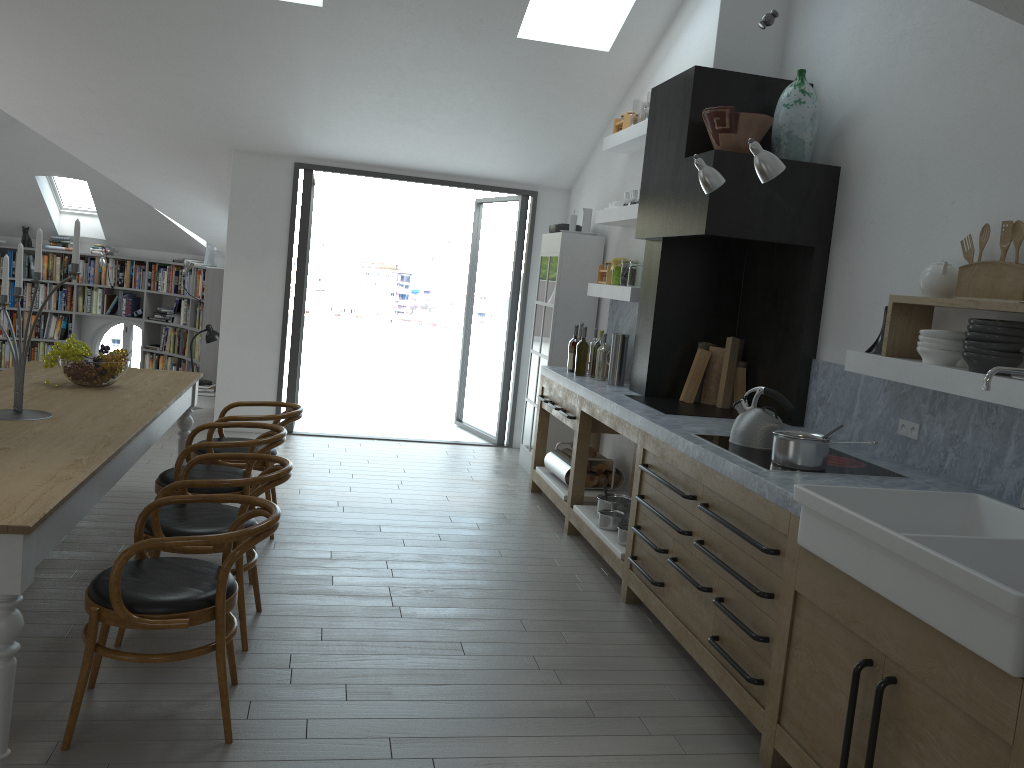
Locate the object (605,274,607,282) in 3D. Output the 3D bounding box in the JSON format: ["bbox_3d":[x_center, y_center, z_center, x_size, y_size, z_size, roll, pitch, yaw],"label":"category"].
[{"bbox_3d":[0.719,-0.778,6.530,0.058,0.075,0.059,7,6,11],"label":"object"}]

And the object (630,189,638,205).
[{"bbox_3d":[0.833,-1.261,6.026,0.064,0.124,0.068,4,6,-18],"label":"object"}]

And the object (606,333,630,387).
[{"bbox_3d":[0.696,-0.162,5.851,0.114,0.338,0.165,5,6,-9],"label":"object"}]

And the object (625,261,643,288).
[{"bbox_3d":[0.844,-0.726,5.863,0.207,0.177,0.103,7,6,10],"label":"object"}]

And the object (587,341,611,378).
[{"bbox_3d":[0.643,-0.200,6.356,0.184,0.285,0.184,7,6,12],"label":"object"}]

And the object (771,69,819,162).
[{"bbox_3d":[1.514,-1.419,4.727,0.231,0.502,0.231,9,6,29],"label":"object"}]

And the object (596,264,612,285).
[{"bbox_3d":[0.721,-0.802,6.526,0.120,0.145,0.238,4,7,-12],"label":"object"}]

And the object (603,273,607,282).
[{"bbox_3d":[0.706,-0.788,6.595,0.058,0.075,0.059,7,6,11],"label":"object"}]

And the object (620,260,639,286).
[{"bbox_3d":[0.799,-0.759,6.072,0.120,0.182,0.120,6,6,3],"label":"object"}]

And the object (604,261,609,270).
[{"bbox_3d":[0.714,-0.873,6.588,0.058,0.075,0.059,7,6,11],"label":"object"}]

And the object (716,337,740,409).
[{"bbox_3d":[1.265,-0.065,5.200,0.078,0.426,0.148,8,6,23],"label":"object"}]

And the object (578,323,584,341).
[{"bbox_3d":[0.500,-0.277,6.599,0.085,0.359,0.088,7,5,9],"label":"object"}]

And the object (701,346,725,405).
[{"bbox_3d":[1.212,-0.040,5.299,0.130,0.365,0.072,6,5,6],"label":"object"}]

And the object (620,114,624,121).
[{"bbox_3d":[0.821,-1.935,6.490,0.058,0.075,0.059,7,6,11],"label":"object"}]

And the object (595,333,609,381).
[{"bbox_3d":[0.618,-0.183,6.046,0.085,0.330,0.085,5,5,-4],"label":"object"}]

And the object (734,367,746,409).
[{"bbox_3d":[1.338,0.030,5.203,0.057,0.251,0.114,5,6,-9],"label":"object"}]

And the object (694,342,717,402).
[{"bbox_3d":[1.156,-0.066,5.360,0.131,0.366,0.068,6,5,2],"label":"object"}]

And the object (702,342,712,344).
[{"bbox_3d":[1.159,-0.079,5.418,0.075,0.358,0.057,6,5,2],"label":"object"}]

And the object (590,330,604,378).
[{"bbox_3d":[0.609,-0.207,6.189,0.092,0.338,0.092,6,5,6],"label":"object"}]

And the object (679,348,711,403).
[{"bbox_3d":[1.092,-0.046,5.291,0.148,0.335,0.081,4,6,-22],"label":"object"}]

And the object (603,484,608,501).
[{"bbox_3d":[0.583,0.706,5.389,0.051,0.152,0.191,5,6,-12],"label":"object"}]

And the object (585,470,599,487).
[{"bbox_3d":[0.487,0.627,6.261,0.093,0.083,0.481,4,7,-15],"label":"object"}]

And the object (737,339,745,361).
[{"bbox_3d":[1.325,-0.049,5.370,0.110,0.457,0.090,5,5,-12],"label":"object"}]

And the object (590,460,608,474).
[{"bbox_3d":[0.553,0.556,6.294,0.115,0.079,0.436,4,7,-15],"label":"object"}]

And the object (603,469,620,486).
[{"bbox_3d":[0.650,0.628,6.315,0.091,0.092,0.438,4,7,-15],"label":"object"}]

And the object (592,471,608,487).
[{"bbox_3d":[0.564,0.629,6.300,0.091,0.089,0.456,4,7,-15],"label":"object"}]

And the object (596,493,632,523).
[{"bbox_3d":[0.690,0.746,5.384,0.378,0.163,0.224,3,7,-23],"label":"object"}]

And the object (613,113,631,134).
[{"bbox_3d":[0.827,-1.864,6.428,0.120,0.145,0.238,4,7,-12],"label":"object"}]

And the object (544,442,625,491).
[{"bbox_3d":[0.504,0.580,6.249,0.429,0.231,0.529,4,7,-14],"label":"object"}]

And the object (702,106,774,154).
[{"bbox_3d":[1.178,-1.312,4.688,0.366,0.236,0.349,6,6,5],"label":"object"}]

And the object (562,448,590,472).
[{"bbox_3d":[0.453,0.536,6.279,0.101,0.086,0.364,4,7,-15],"label":"object"}]

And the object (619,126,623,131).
[{"bbox_3d":[0.812,-1.849,6.498,0.058,0.075,0.059,7,6,11],"label":"object"}]

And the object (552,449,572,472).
[{"bbox_3d":[0.382,0.549,6.237,0.092,0.093,0.438,4,7,-15],"label":"object"}]

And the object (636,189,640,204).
[{"bbox_3d":[0.866,-1.247,5.937,0.064,0.124,0.068,4,6,-18],"label":"object"}]

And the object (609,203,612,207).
[{"bbox_3d":[0.747,-1.303,6.544,0.057,0.061,0.058,4,6,-13],"label":"object"}]

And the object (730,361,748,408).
[{"bbox_3d":[1.341,0.011,5.285,0.110,0.295,0.105,2,7,-37],"label":"object"}]

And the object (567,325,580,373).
[{"bbox_3d":[0.452,-0.250,6.408,0.093,0.358,0.092,8,6,22],"label":"object"}]

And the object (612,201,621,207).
[{"bbox_3d":[0.760,-1.298,6.470,0.054,0.071,0.054,4,6,-13],"label":"object"}]

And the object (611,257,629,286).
[{"bbox_3d":[0.758,-0.793,6.265,0.128,0.199,0.164,4,6,-17],"label":"object"}]

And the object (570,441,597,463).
[{"bbox_3d":[0.508,0.478,6.320,0.104,0.102,0.293,4,7,-15],"label":"object"}]

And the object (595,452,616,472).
[{"bbox_3d":[0.634,0.540,6.291,0.071,0.072,0.424,4,7,-15],"label":"object"}]

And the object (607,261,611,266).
[{"bbox_3d":[0.728,-0.864,6.522,0.058,0.075,0.059,7,6,11],"label":"object"}]

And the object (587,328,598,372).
[{"bbox_3d":[0.602,-0.245,6.543,0.085,0.330,0.085,5,5,-4],"label":"object"}]

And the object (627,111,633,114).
[{"bbox_3d":[0.847,-1.916,6.359,0.058,0.075,0.059,7,6,11],"label":"object"}]

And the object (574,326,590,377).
[{"bbox_3d":[0.494,-0.226,6.216,0.093,0.358,0.092,9,6,32],"label":"object"}]

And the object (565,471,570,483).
[{"bbox_3d":[0.334,0.624,6.227,0.067,0.067,0.424,4,7,-15],"label":"object"}]

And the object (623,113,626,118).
[{"bbox_3d":[0.834,-1.925,6.424,0.058,0.075,0.059,7,6,11],"label":"object"}]

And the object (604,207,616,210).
[{"bbox_3d":[0.758,-1.270,6.473,0.113,0.025,0.296,4,7,-12],"label":"object"}]

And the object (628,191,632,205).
[{"bbox_3d":[0.831,-1.272,6.113,0.064,0.124,0.068,4,6,-18],"label":"object"}]
